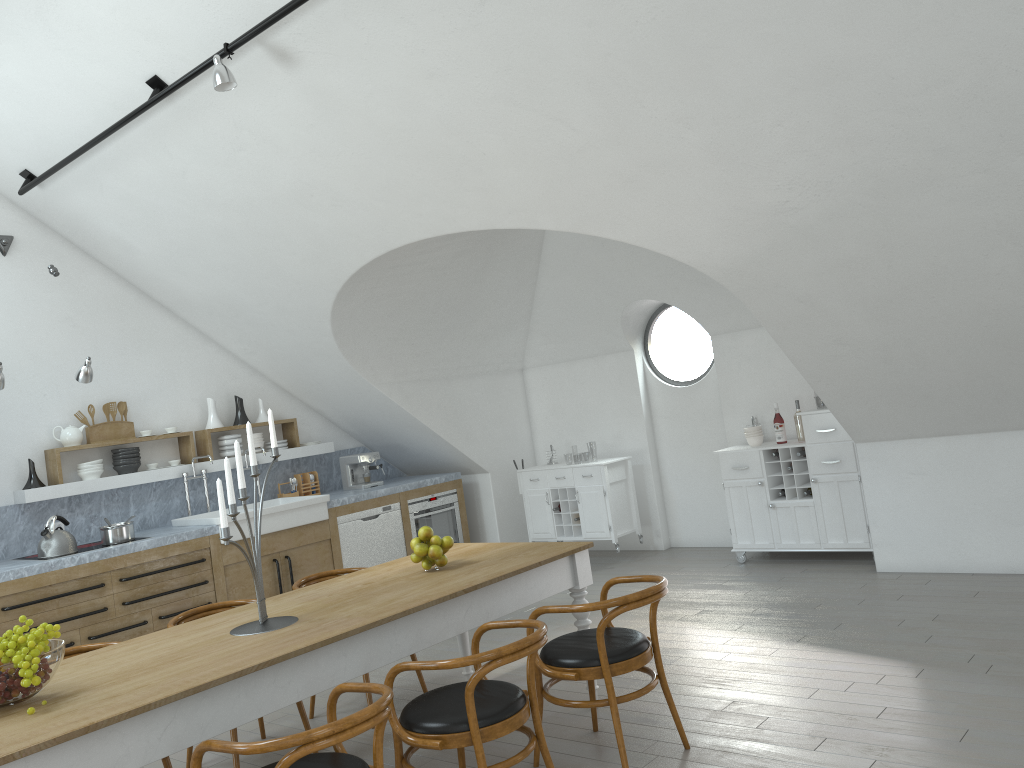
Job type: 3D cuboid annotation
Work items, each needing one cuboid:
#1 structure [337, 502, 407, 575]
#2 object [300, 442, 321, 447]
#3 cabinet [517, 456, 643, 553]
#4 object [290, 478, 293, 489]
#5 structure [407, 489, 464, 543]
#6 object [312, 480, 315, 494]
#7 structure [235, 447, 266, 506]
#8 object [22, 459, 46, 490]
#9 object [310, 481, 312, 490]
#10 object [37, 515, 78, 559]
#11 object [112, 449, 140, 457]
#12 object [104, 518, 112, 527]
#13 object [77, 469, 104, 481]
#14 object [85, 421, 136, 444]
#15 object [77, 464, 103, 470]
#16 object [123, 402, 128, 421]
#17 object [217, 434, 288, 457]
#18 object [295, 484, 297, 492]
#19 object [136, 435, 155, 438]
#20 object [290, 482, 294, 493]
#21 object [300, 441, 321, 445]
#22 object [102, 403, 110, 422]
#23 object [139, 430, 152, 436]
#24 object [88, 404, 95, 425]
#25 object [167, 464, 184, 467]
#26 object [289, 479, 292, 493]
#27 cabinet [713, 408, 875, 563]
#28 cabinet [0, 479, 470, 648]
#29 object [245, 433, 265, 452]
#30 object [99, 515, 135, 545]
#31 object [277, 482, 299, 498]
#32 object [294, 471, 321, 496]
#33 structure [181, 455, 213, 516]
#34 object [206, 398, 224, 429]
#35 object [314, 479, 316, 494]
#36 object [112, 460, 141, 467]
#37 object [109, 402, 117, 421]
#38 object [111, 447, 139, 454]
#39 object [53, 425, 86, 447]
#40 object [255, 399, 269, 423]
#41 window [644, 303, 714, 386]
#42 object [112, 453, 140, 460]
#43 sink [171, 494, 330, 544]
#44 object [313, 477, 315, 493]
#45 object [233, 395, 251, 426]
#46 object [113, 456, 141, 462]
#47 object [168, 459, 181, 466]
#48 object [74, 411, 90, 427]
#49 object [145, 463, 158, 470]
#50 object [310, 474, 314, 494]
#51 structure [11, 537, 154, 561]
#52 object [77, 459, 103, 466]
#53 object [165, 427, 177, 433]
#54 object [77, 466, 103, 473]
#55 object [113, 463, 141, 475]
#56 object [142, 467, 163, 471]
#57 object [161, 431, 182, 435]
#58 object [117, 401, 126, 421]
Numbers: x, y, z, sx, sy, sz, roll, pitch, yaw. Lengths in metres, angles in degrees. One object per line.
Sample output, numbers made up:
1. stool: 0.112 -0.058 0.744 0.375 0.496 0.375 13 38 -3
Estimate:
1. structure: -1.388 1.522 7.797 0.597 0.824 0.725 -10 -3 41
2. object: -1.883 0.567 8.266 0.213 0.025 0.213 -9 -2 28
3. cabinet: 0.601 1.137 8.261 1.131 0.790 0.497 -10 -3 41
4. object: -1.982 0.946 7.982 0.018 0.196 0.020 -6 -4 -40
5. structure: -0.907 1.369 8.371 0.629 0.637 0.633 -10 -3 41
6. object: -1.826 0.927 8.155 0.018 0.196 0.020 -7 -3 -27
7. structure: -2.148 0.803 7.541 0.332 0.530 0.214 -9 -3 21
8. object: -3.483 0.648 6.440 0.155 0.219 0.156 -9 -3 22
9. object: -1.845 0.930 8.163 0.018 0.196 0.023 -6 -4 -42
10. object: -3.095 1.026 6.015 0.246 0.268 0.245 -6 -3 -39
11. object: -3.025 0.567 6.955 0.205 0.084 0.205 -8 -2 -22
12. object: -2.858 1.039 6.341 0.235 0.167 0.051 -10 -3 36
13. object: -3.195 0.694 6.728 0.181 0.064 0.180 -7 -2 -27
14. object: -3.136 0.372 6.923 0.084 0.158 0.354 -11 -3 41
15. object: -3.201 0.648 6.732 0.181 0.069 0.180 -7 -2 -32
16. object: -3.066 0.285 7.037 0.030 0.294 0.057 -11 -4 41
17. object: -2.276 0.522 7.813 0.197 0.196 0.658 -10 -2 40
18. object: -1.943 0.950 7.981 0.044 0.179 0.019 -10 -3 25
19. object: -2.935 0.423 7.118 0.164 0.012 0.163 -7 -2 -32
20. object: -1.971 0.953 7.955 0.019 0.179 0.044 -9 -3 6
21. object: -1.885 0.558 8.267 0.213 0.025 0.213 -9 -2 28
22. object: -3.154 0.295 6.934 0.040 0.300 0.061 -11 -4 38
23. object: -2.938 0.400 7.119 0.098 0.049 0.098 -10 -2 38
24. object: -3.232 0.303 6.844 0.027 0.300 0.055 -11 -4 41
25. object: -2.761 0.673 7.261 0.164 0.012 0.163 -7 -2 -32
26. object: -1.983 0.946 7.972 0.019 0.196 0.022 -10 -3 29
27. cabinet: 2.302 0.793 7.024 1.239 1.155 0.610 -10 -3 41
28. cabinet: -2.844 1.713 6.344 1.001 1.023 6.437 -10 -2 41
29. object: -2.258 0.516 7.798 0.158 0.160 0.153 -7 -2 -21
30. object: -2.778 1.055 6.379 0.232 0.170 0.394 -9 -2 21
31. object: -2.014 0.965 7.962 0.100 0.172 0.173 -11 -3 42
32. object: -1.881 0.924 8.139 0.103 0.223 0.200 -11 -3 41
33. structure: -2.466 0.840 7.171 0.332 0.530 0.214 -9 -3 21
34. object: -2.558 0.249 7.579 0.156 0.268 0.156 -10 -3 29
35. object: -1.822 0.927 8.165 0.018 0.196 0.022 -11 -4 42
36. object: -3.016 0.642 6.944 0.205 0.086 0.205 -8 -2 -12
37. object: -3.117 0.290 6.947 0.019 0.300 0.057 -11 -4 41
38. object: -3.032 0.540 6.956 0.205 0.080 0.206 -10 -2 43
39. object: -3.332 0.390 6.683 0.174 0.169 0.168 -9 -2 24
40. object: -2.242 0.237 7.951 0.155 0.219 0.156 -9 -3 22
41. window: 1.576 -0.381 8.190 0.897 0.901 0.060 -10 -4 41
42. object: -3.021 0.592 6.949 0.205 0.072 0.206 -9 -2 28
43. sink: -2.078 1.088 7.129 0.725 0.202 1.022 -10 -2 41
44. object: -1.828 0.938 8.184 0.019 0.179 0.044 -9 -3 19
45. object: -2.384 0.228 7.777 0.156 0.268 0.155 -6 -4 -45
46. object: -3.014 0.613 6.944 0.205 0.086 0.205 -8 -2 -7
47. object: -2.764 0.649 7.262 0.098 0.049 0.098 -10 -2 38
48. object: -3.251 0.323 6.814 0.199 0.259 0.016 -6 -4 -39
49. object: -2.889 0.664 7.116 0.098 0.049 0.098 -10 -2 38
50. object: -1.828 0.924 8.139 0.040 0.193 0.042 -8 -3 1
51. structure: -3.007 1.171 6.206 0.645 0.041 0.738 -9 -2 41
52. object: -3.204 0.619 6.735 0.181 0.076 0.180 -8 -2 -12
53. object: -2.798 0.384 7.282 0.098 0.049 0.098 -10 -2 38
54. object: -3.199 0.671 6.729 0.181 0.065 0.181 -8 -2 -12
55. object: -3.012 0.668 6.943 0.205 0.072 0.206 -9 -2 28
56. object: -2.886 0.687 7.115 0.164 0.012 0.163 -7 -2 -32
57. object: -2.795 0.407 7.280 0.164 0.012 0.163 -7 -2 -32
58. object: -3.077 0.286 6.997 0.039 0.298 0.068 -11 -4 41
